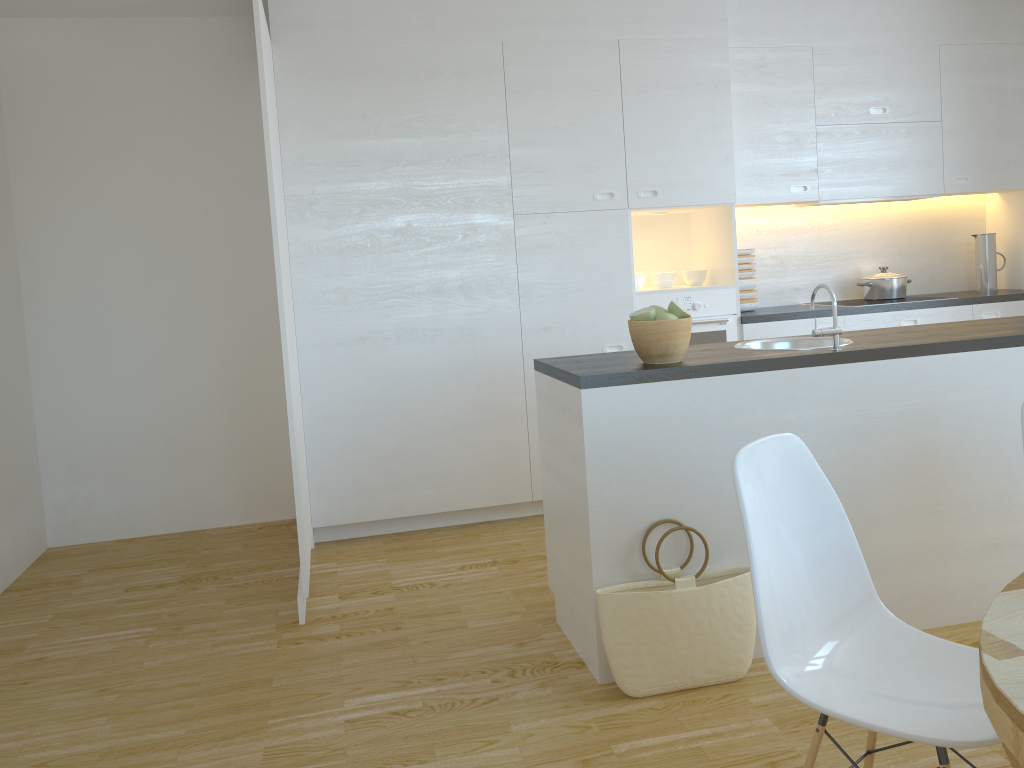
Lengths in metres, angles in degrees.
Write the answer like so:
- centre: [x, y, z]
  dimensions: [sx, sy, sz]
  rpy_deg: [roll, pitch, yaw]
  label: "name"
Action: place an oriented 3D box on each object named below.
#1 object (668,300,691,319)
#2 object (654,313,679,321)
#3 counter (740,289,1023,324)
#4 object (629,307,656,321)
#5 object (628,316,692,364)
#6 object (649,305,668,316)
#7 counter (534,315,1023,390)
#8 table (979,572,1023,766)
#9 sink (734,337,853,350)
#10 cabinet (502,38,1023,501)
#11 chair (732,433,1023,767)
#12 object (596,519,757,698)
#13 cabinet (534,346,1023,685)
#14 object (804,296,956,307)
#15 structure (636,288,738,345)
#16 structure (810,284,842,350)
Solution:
- centre: [0.543, -0.239, 2.872]
  dimensions: [0.074, 0.071, 0.078]
  rpy_deg: [-3, 6, 13]
  label: "object"
- centre: [0.498, -0.187, 2.832]
  dimensions: [0.081, 0.085, 0.098]
  rpy_deg: [1, 8, 43]
  label: "object"
- centre: [2.135, -0.464, 5.188]
  dimensions: [2.002, 0.040, 0.603]
  rpy_deg: [-5, 8, -12]
  label: "counter"
- centre: [0.419, -0.212, 2.843]
  dimensions: [0.084, 0.065, 0.086]
  rpy_deg: [-4, 6, 0]
  label: "object"
- centre: [0.482, -0.142, 2.867]
  dimensions: [0.205, 0.141, 0.206]
  rpy_deg: [1, 8, 40]
  label: "object"
- centre: [0.479, -0.211, 2.910]
  dimensions: [0.102, 0.098, 0.087]
  rpy_deg: [-3, 5, 9]
  label: "object"
- centre: [1.313, -0.148, 3.181]
  dimensions: [2.403, 0.040, 0.603]
  rpy_deg: [-5, 8, -12]
  label: "counter"
- centre: [1.695, 0.649, 1.226]
  dimensions: [2.192, 0.722, 1.199]
  rpy_deg: [-6, 7, -13]
  label: "table"
- centre: [1.003, -0.070, 3.153]
  dimensions: [0.404, 0.156, 0.406]
  rpy_deg: [0, 8, 30]
  label: "sink"
- centre: [1.541, -0.719, 4.985]
  dimensions: [3.204, 2.291, 0.482]
  rpy_deg: [-5, 4, -12]
  label: "cabinet"
- centre: [0.725, 0.569, 1.675]
  dimensions: [0.432, 0.897, 0.523]
  rpy_deg: [-8, 6, -41]
  label: "chair"
- centre: [0.768, 0.696, 2.263]
  dimensions: [0.472, 0.499, 1.192]
  rpy_deg: [-8, 8, -34]
  label: "object"
- centre: [1.345, 0.323, 3.212]
  dimensions: [2.403, 0.906, 0.603]
  rpy_deg: [-5, 5, -12]
  label: "cabinet"
- centre: [2.137, -0.482, 5.191]
  dimensions: [0.654, 0.013, 0.564]
  rpy_deg: [-5, 8, -12]
  label: "object"
- centre: [0.935, -0.186, 4.652]
  dimensions: [0.561, 0.593, 0.049]
  rpy_deg: [-5, 4, -12]
  label: "structure"
- centre: [1.007, -0.223, 2.932]
  dimensions: [0.097, 0.214, 0.163]
  rpy_deg: [-5, 5, -11]
  label: "structure"
